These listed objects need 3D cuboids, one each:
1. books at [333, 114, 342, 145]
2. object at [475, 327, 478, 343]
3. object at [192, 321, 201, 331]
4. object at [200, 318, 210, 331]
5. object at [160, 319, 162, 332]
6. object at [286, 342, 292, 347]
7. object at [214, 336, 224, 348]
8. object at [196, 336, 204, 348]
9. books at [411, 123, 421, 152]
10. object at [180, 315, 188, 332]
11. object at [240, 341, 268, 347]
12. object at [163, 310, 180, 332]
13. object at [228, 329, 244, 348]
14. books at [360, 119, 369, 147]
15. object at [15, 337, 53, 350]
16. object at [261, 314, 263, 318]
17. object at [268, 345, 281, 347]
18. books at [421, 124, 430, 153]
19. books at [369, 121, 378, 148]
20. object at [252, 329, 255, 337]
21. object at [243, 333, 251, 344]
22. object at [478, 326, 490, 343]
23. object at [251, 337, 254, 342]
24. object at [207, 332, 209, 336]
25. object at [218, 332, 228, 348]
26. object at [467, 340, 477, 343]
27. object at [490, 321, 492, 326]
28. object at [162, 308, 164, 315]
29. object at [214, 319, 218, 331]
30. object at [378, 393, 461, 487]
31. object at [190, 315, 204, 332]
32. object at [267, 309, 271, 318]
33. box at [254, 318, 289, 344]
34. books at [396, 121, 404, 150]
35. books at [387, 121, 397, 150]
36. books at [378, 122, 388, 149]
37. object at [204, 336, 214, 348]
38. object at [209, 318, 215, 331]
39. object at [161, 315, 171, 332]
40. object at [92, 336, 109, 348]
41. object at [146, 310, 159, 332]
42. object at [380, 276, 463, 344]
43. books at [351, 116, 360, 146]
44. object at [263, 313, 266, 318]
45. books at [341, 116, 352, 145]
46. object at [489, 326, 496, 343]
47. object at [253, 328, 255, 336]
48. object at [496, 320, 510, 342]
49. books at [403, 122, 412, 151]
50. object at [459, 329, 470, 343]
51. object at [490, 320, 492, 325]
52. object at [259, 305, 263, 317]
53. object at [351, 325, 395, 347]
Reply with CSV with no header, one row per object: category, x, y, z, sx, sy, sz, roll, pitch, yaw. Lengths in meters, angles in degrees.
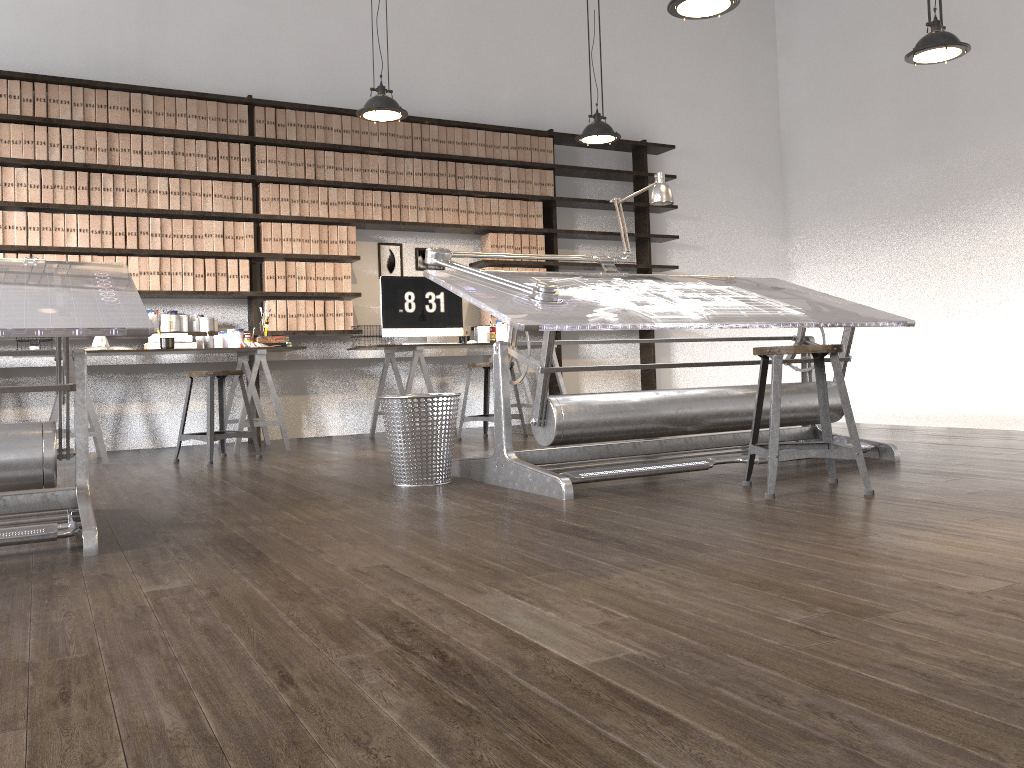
books,-1.329,-1.874,6.607,0.067,0.226,0.174,-1,-1,-28
object,-0.239,-0.368,6.846,0.097,0.143,0.095,-2,-1,-11
object,-2.168,-0.391,6.090,0.054,0.081,0.054,-1,-1,-38
object,-2.095,-0.404,6.043,0.062,0.096,0.062,-2,-1,4
object,-2.361,-0.391,6.009,0.054,0.101,0.054,-2,-1,-11
object,-1.516,-0.263,6.012,0.049,0.037,0.049,-2,0,-25
object,-1.958,-0.275,5.911,0.062,0.094,0.062,-2,-1,22
object,-2.090,-0.271,5.944,0.062,0.094,0.062,-2,-1,13
books,-0.772,-1.899,6.903,0.067,0.226,0.174,-1,-1,-28
object,-2.246,-0.409,6.051,0.062,0.119,0.062,-3,-2,30
object,-1.690,-0.256,5.823,0.132,0.050,0.197,-2,1,33
object,-2.325,-0.422,6.046,0.094,0.162,0.205,-1,0,-27
object,-1.855,-0.298,5.952,0.105,0.142,0.104,-2,-1,-21
books,-1.143,-1.883,6.711,0.067,0.226,0.174,-1,-1,-28
object,-2.894,-0.262,5.366,0.204,0.161,0.283,-2,0,-28
object,-1.693,-0.401,6.059,0.005,0.152,0.045,-4,-3,44
object,-1.589,-0.249,5.867,0.011,0.017,0.171,-3,1,30
books,-0.709,-1.902,6.943,0.067,0.226,0.174,-1,-1,-28
books,-1.080,-1.885,6.741,0.067,0.226,0.174,-1,-1,-28
object,-1.767,-0.311,6.017,0.040,0.130,0.005,-1,-2,-30
object,-1.777,-0.287,5.948,0.049,0.112,0.049,-1,-2,-25
object,-0.214,-0.368,6.741,0.094,0.145,0.094,-2,-1,-2
object,-1.785,-0.276,6.016,0.060,0.089,0.059,-2,-1,-24
object,-2.043,-0.294,5.995,0.036,0.118,0.005,-1,-2,-23
object,-1.947,-0.290,6.023,0.095,0.128,0.094,-1,-1,-32
object,-0.298,-0.306,6.517,0.059,0.028,0.106,-2,1,-32
object,-0.149,-0.404,6.913,0.055,0.180,0.007,-4,-3,44
object,-2.356,-0.429,5.988,0.004,0.169,0.029,-2,-2,-6
object,-2.083,-0.407,6.180,0.062,0.096,0.062,-2,-1,4
object,-0.385,0.233,3.751,0.353,0.378,0.352,-2,-1,-7
object,-2.196,-0.415,6.173,0.094,0.130,0.094,-1,-1,-41
object,-1.678,-0.419,6.049,0.071,0.186,0.008,-2,-2,14
box,-1.645,-0.346,6.050,0.212,0.207,0.137,-2,-1,-28
books,-0.897,-1.893,6.840,0.067,0.226,0.174,-1,-1,-28
books,-0.951,-1.891,6.806,0.067,0.226,0.174,-1,-1,-28
books,-1.014,-1.888,6.772,0.067,0.226,0.174,-1,-1,-28
object,-2.027,-0.273,5.923,0.062,0.093,0.063,-2,-1,13
object,-2.085,-0.405,6.109,0.063,0.095,0.062,-2,-1,4
object,-2.318,-0.404,5.934,0.062,0.119,0.062,-3,-2,30
object,-2.626,-0.300,5.651,0.101,0.209,0.101,-2,-1,17
object,-2.434,-0.417,5.975,0.095,0.162,0.094,-1,-1,-32
object,-0.679,-0.537,6.596,0.643,0.519,0.204,-2,-1,-28
books,-1.204,-1.880,6.676,0.067,0.226,0.174,-1,-1,-28
object,-1.684,-0.405,6.040,0.008,0.153,0.038,-3,-2,21
books,-1.264,-1.877,6.640,0.067,0.226,0.174,-1,-1,-28
object,-0.155,-0.372,6.816,0.068,0.155,0.068,-3,-2,38
object,-1.761,-0.310,6.026,0.033,0.148,0.005,-1,-2,-29
object,-0.051,-0.394,6.796,0.145,0.196,0.144,-3,-1,34
books,-0.840,-1.896,6.873,0.067,0.226,0.174,-1,-1,-28
object,-0.366,-0.362,6.837,0.091,0.142,0.096,-3,-1,41
object,-0.154,-0.403,6.926,0.045,0.205,0.007,-4,-3,43
object,-1.696,-0.430,6.043,0.055,0.214,0.007,-1,-2,-21
object,-1.017,-0.347,6.474,0.284,0.161,0.203,-2,0,-36
